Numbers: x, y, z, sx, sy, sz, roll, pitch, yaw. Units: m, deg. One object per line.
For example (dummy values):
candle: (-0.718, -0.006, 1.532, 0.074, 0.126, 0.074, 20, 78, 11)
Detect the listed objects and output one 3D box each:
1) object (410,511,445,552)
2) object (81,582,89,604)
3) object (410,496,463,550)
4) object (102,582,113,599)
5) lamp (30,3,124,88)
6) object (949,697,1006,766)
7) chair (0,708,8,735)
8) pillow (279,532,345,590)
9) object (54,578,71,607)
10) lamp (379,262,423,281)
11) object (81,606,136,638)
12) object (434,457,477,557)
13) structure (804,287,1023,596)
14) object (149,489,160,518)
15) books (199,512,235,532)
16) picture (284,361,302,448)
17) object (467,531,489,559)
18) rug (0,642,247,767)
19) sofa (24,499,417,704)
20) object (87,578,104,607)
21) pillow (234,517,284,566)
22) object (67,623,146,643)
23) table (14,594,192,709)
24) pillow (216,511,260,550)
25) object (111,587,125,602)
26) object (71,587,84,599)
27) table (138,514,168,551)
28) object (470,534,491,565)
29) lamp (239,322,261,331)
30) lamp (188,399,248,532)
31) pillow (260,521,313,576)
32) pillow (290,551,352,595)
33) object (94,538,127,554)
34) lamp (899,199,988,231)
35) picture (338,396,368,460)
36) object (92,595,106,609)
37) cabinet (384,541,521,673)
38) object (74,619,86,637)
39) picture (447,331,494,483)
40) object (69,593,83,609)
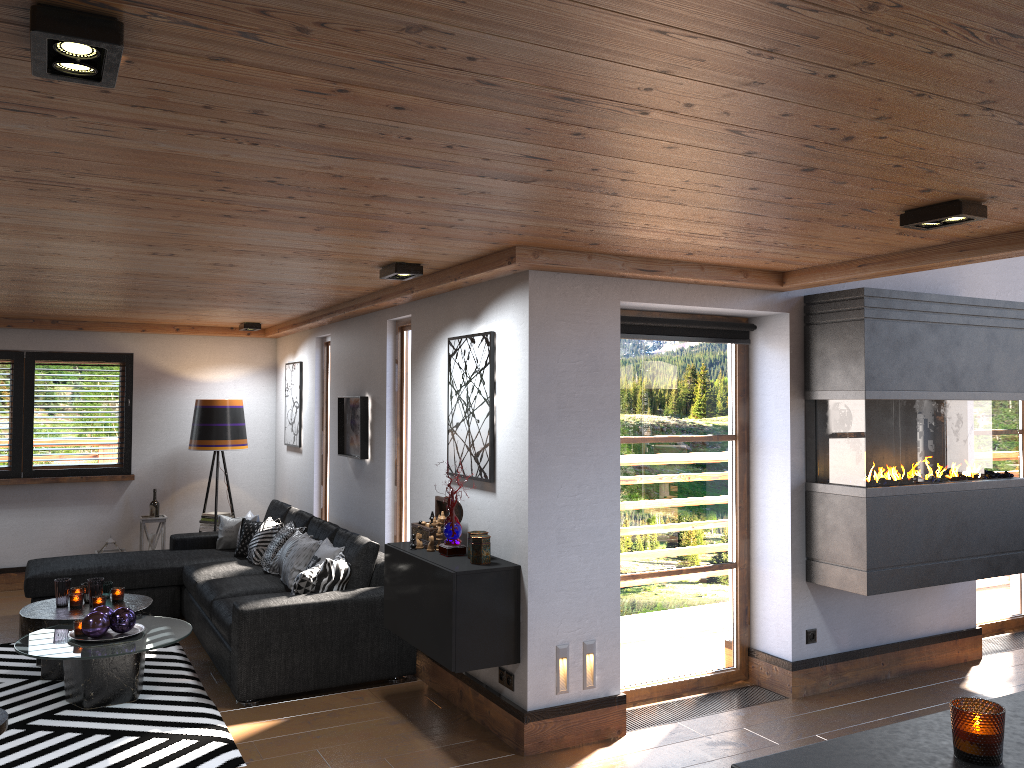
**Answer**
object: (-0.459, 0.789, 4.811, 0.204, 0.197, 0.352, 1, -1, -16)
object: (-2.676, 1.329, 5.635, 0.112, 0.122, 0.115, -1, -2, 38)
object: (-0.421, 0.755, 4.892, 0.212, 0.270, 0.284, 1, -2, -28)
object: (-2.644, 1.343, 5.758, 0.092, 0.099, 0.093, 0, -2, 9)
lamp: (-0.856, -0.666, 1.741, 0.157, 0.068, 0.258, 1, -1, -28)
object: (0.733, 0.547, 1.396, 0.079, 0.081, 0.080, 0, -2, 17)
chair: (-1.694, 1.367, 2.595, 0.397, 0.721, 0.389, 1, -2, -28)
pillow: (-1.332, 1.195, 5.883, 0.286, 0.328, 0.719, 2, -2, -38)
object: (-2.804, 1.303, 5.529, 0.093, 0.167, 0.095, -1, -2, 33)
lamp: (-0.590, -0.602, 4.709, 0.157, 0.068, 0.258, 1, -1, -28)
object: (-2.282, 1.327, 4.973, 0.288, 0.143, 0.261, 2, -2, -45)
object: (-0.297, 0.633, 4.611, 0.153, 0.505, 0.321, 1, -2, -28)
structure: (2.433, 0.317, 5.278, 1.459, 1.650, 0.428, 1, -2, -28)
object: (-3.284, 1.106, 8.145, 0.087, 0.286, 0.088, -1, -2, 25)
books: (-2.720, 1.269, 8.171, 0.253, 0.159, 0.221, -1, -2, 29)
picture: (-2.040, 0.189, 8.258, 0.020, 0.782, 0.557, 1, -2, -28)
object: (-0.172, 0.815, 4.488, 0.108, 0.135, 0.097, 0, -2, 3)
rug: (-2.605, 1.752, 4.921, 1.678, 0.020, 2.870, 1, -1, -28)
sofa: (-2.200, 1.377, 6.149, 2.109, 0.819, 3.057, 1, -1, -28)
object: (-2.604, 1.304, 5.544, 0.093, 0.167, 0.095, -1, -2, 33)
pillow: (-1.964, 1.234, 6.982, 0.314, 0.364, 0.660, 1, -2, -33)
object: (-2.267, 1.393, 4.965, 0.396, 0.022, 0.393, 0, -1, -9)
table: (-2.410, 1.566, 5.233, 0.905, 0.372, 1.508, 1, -1, -27)
pillow: (-2.262, 1.236, 7.387, 0.560, 0.347, 0.219, -1, -2, 42)
object: (-2.525, 1.350, 5.679, 0.079, 0.081, 0.079, 1, -2, -13)
object: (-2.786, 1.349, 5.685, 0.079, 0.081, 0.079, 1, -2, -13)
table: (-3.298, 1.521, 8.128, 0.229, 0.609, 0.222, 1, -2, -28)
object: (-0.155, 0.813, 4.357, 0.109, 0.135, 0.095, 2, -2, -38)
lamp: (-2.424, -0.535, 8.200, 0.157, 0.068, 0.258, 1, -1, -28)
lamp: (-2.353, 1.003, 8.612, 0.517, 1.699, 1.648, -1, -2, 41)
pillow: (-1.643, 1.220, 6.444, 0.278, 0.356, 0.720, 1, -2, -28)
pillow: (-1.144, 1.207, 5.389, 0.297, 0.346, 0.540, 0, -2, 23)
object: (-3.627, 1.591, 8.006, 0.256, 0.462, 0.248, 1, -2, -28)
lamp: (1.584, -0.626, 3.262, 0.157, 0.068, 0.258, 1, -1, -28)
picture: (-1.183, 0.318, 6.575, 0.067, 0.451, 0.553, 1, -2, -28)
object: (-2.532, 1.344, 5.437, 0.079, 0.081, 0.079, 1, -2, -13)
cabinet: (-0.337, 1.119, 4.616, 0.361, 0.468, 0.945, 1, -2, -28)
object: (-2.394, 1.359, 4.928, 0.079, 0.081, 0.079, 1, -2, -13)
picture: (-0.231, 0.122, 4.815, 0.020, 0.782, 0.557, 1, -2, -28)
object: (-2.705, 1.345, 5.500, 0.079, 0.081, 0.079, 1, -2, -13)
